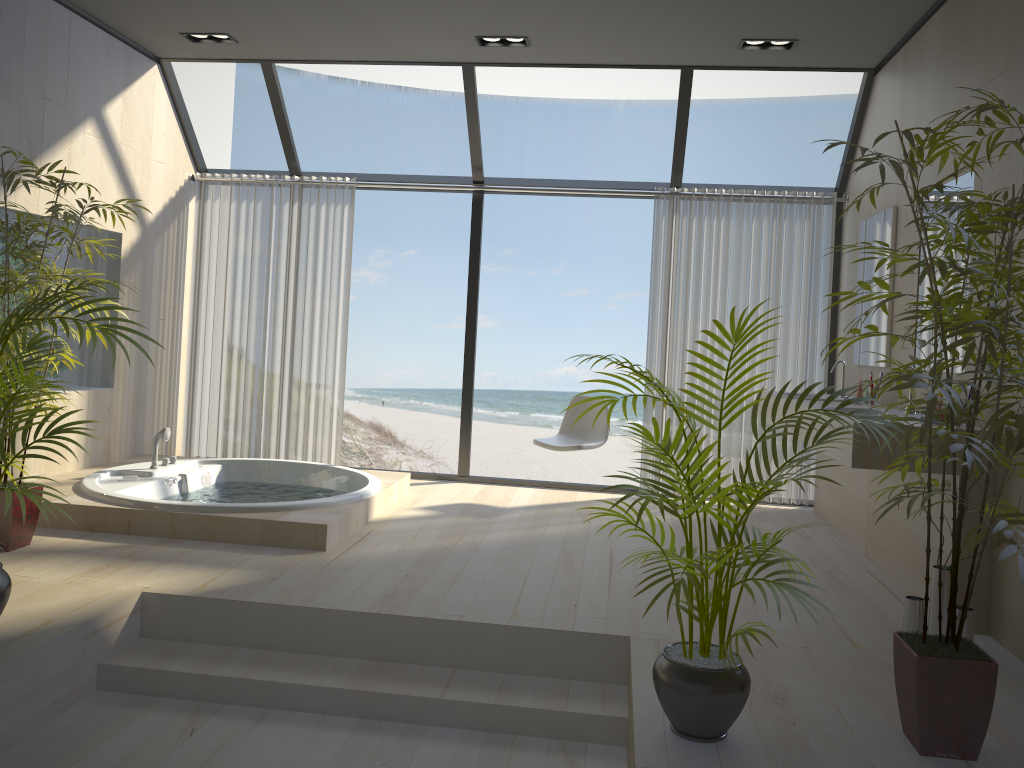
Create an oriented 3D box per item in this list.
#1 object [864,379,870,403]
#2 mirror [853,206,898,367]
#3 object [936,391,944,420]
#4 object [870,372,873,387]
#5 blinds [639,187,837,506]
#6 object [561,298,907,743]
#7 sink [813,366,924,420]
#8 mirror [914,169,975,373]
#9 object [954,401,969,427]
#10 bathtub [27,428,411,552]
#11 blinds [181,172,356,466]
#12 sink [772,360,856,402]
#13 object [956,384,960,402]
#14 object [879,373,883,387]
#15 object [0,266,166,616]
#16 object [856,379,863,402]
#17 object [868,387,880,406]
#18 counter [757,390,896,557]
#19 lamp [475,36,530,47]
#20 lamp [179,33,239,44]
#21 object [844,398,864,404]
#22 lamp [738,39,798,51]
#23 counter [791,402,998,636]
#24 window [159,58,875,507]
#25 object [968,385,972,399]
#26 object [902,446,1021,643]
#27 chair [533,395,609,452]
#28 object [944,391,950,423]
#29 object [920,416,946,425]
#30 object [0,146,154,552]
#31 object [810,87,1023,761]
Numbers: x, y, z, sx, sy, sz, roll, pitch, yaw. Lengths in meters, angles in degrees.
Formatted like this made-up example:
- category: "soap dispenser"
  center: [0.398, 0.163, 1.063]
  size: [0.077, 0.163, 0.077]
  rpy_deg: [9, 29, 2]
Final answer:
- category: "object"
  center: [1.962, 0.042, 4.883]
  size: [0.039, 0.135, 0.039]
  rpy_deg: [3, 0, -35]
- category: "mirror"
  center: [2.076, -0.538, 5.077]
  size: [0.023, 0.868, 0.653]
  rpy_deg: [3, 1, 7]
- category: "object"
  center: [1.741, 0.097, 3.602]
  size: [0.039, 0.135, 0.039]
  rpy_deg: [3, 0, -42]
- category: "object"
  center: [1.901, 0.024, 4.685]
  size: [0.050, 0.178, 0.012]
  rpy_deg: [3, 0, -44]
- category: "blinds"
  center: [1.499, -0.265, 5.922]
  size: [1.183, 2.071, 0.084]
  rpy_deg: [3, 0, 7]
- category: "object"
  center: [0.488, 0.350, 2.403]
  size: [0.917, 1.157, 0.750]
  rpy_deg: [4, 1, 40]
- category: "sink"
  center: [1.616, 0.117, 3.960]
  size: [0.504, 0.419, 0.574]
  rpy_deg: [3, 2, 10]
- category: "mirror"
  center: [1.979, -0.489, 4.045]
  size: [0.023, 0.868, 0.653]
  rpy_deg: [3, 1, 7]
- category: "object"
  center: [1.776, 0.121, 3.508]
  size: [0.058, 0.100, 0.058]
  rpy_deg: [3, 0, 17]
- category: "bathtub"
  center: [-1.661, 0.631, 5.022]
  size: [1.821, 0.698, 1.648]
  rpy_deg: [3, 2, 7]
- category: "blinds"
  center: [-1.728, -0.454, 6.313]
  size: [1.183, 2.071, 0.084]
  rpy_deg: [3, 0, 7]
- category: "sink"
  center: [1.760, 0.062, 5.158]
  size: [0.504, 0.419, 0.574]
  rpy_deg: [3, 2, 10]
- category: "object"
  center: [1.757, 0.079, 3.487]
  size: [0.050, 0.178, 0.012]
  rpy_deg: [3, 0, -44]
- category: "object"
  center: [1.936, 0.026, 4.697]
  size: [0.054, 0.175, 0.012]
  rpy_deg: [3, 0, 32]
- category: "object"
  center: [-1.634, 0.133, 2.749]
  size: [1.065, 1.346, 0.873]
  rpy_deg: [3, 1, -5]
- category: "object"
  center: [1.885, 0.042, 4.799]
  size: [0.039, 0.135, 0.039]
  rpy_deg: [3, 0, -35]
- category: "object"
  center: [1.921, 0.066, 4.705]
  size: [0.058, 0.100, 0.058]
  rpy_deg: [3, 0, 14]
- category: "counter"
  center: [1.790, 0.477, 5.183]
  size: [0.550, 0.790, 1.206]
  rpy_deg: [3, 2, 7]
- category: "lamp"
  center: [-0.050, -2.044, 5.154]
  size: [0.301, 0.112, 0.164]
  rpy_deg: [3, 2, 7]
- category: "lamp"
  center: [-1.833, -2.149, 5.370]
  size: [0.301, 0.112, 0.164]
  rpy_deg: [3, 2, 7]
- category: "object"
  center: [1.831, 0.092, 4.737]
  size: [0.032, 0.029, 0.105]
  rpy_deg: [2, 3, -43]
- category: "lamp"
  center: [1.438, -1.957, 4.973]
  size: [0.301, 0.112, 0.164]
  rpy_deg: [3, 2, 7]
- category: "counter"
  center: [1.645, 0.532, 3.985]
  size: [0.550, 0.790, 1.206]
  rpy_deg: [3, 2, 7]
- category: "window"
  center: [-0.111, -0.692, 5.927]
  size: [4.562, 2.815, 0.745]
  rpy_deg: [3, 0, 7]
- category: "object"
  center: [1.791, 0.082, 3.499]
  size: [0.054, 0.175, 0.012]
  rpy_deg: [3, 0, 32]
- category: "object"
  center: [1.670, 0.589, 3.239]
  size: [0.406, 0.749, 0.274]
  rpy_deg: [3, 0, -5]
- category: "chair"
  center: [0.400, 0.257, 5.694]
  size: [0.369, 0.347, 0.454]
  rpy_deg: [4, 2, 35]
- category: "object"
  center: [1.818, 0.097, 3.686]
  size: [0.039, 0.135, 0.039]
  rpy_deg: [3, 0, -42]
- category: "object"
  center: [1.686, 0.147, 3.540]
  size: [0.032, 0.029, 0.105]
  rpy_deg: [2, 3, -43]
- category: "object"
  center: [-2.241, -0.159, 3.913]
  size: [0.788, 1.757, 0.934]
  rpy_deg: [3, 0, 32]
- category: "object"
  center: [1.249, 0.105, 2.356]
  size: [0.788, 1.757, 0.934]
  rpy_deg: [3, 0, 32]
